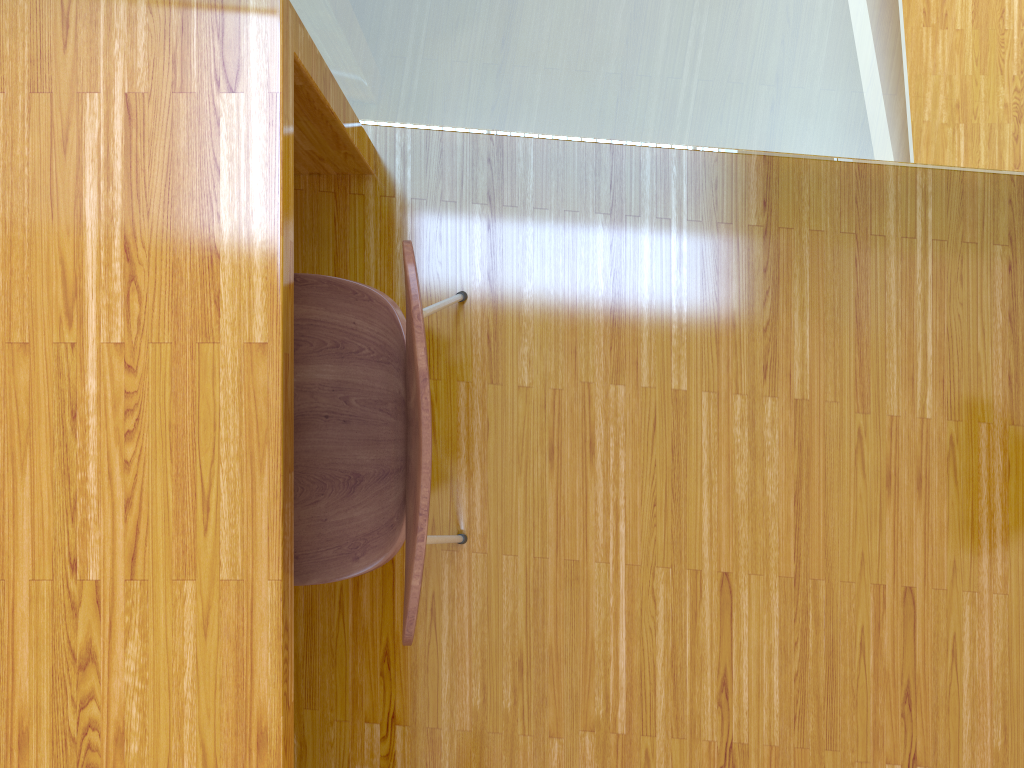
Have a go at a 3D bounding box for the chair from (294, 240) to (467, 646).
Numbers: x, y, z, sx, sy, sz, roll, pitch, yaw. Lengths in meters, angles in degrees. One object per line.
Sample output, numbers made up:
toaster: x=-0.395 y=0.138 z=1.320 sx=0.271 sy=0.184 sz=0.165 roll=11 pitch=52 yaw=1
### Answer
chair: x=-0.264 y=0.057 z=1.155 sx=0.381 sy=0.693 sz=0.428 roll=0 pitch=90 yaw=0

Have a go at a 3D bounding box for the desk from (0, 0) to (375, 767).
desk: x=-0.875 y=1.163 z=1.359 sx=1.285 sy=0.918 sz=3.236 roll=0 pitch=90 yaw=0
